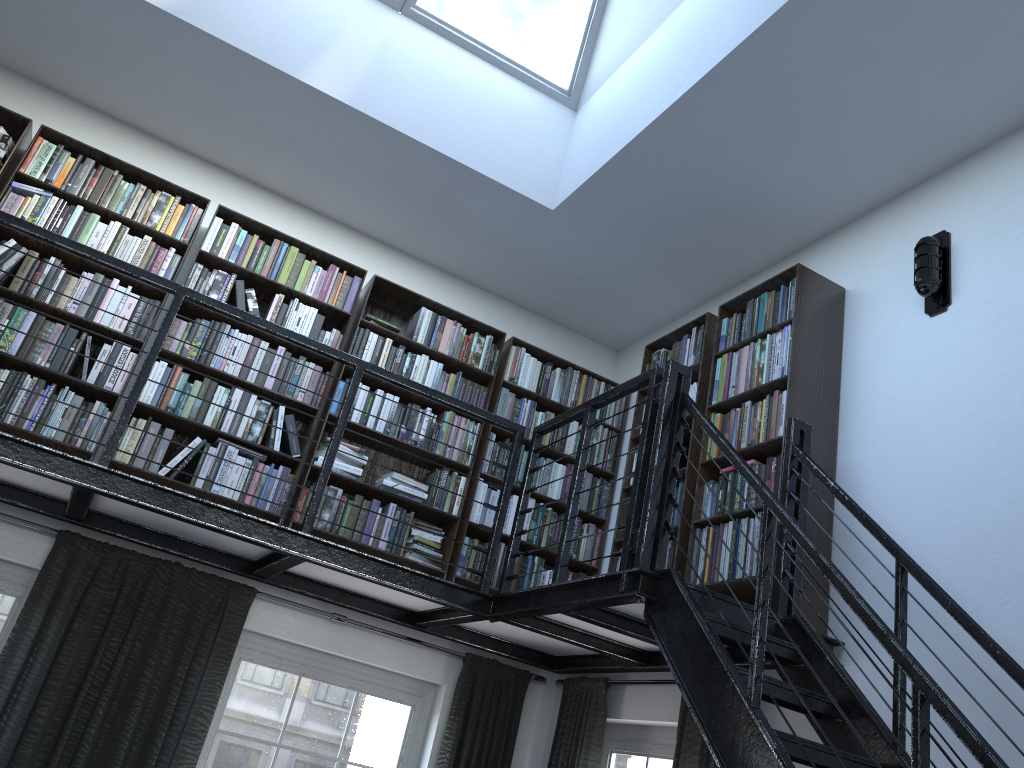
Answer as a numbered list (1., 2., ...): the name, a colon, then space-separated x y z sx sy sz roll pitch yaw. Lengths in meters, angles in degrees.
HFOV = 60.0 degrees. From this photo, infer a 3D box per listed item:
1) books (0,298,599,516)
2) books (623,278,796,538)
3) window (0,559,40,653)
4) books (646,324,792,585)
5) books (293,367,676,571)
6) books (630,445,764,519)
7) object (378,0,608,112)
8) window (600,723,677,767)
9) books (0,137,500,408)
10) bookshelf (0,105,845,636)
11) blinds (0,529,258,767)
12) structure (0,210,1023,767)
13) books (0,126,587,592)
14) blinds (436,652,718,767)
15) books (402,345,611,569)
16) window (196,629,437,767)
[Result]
1. books: -1.094 0.169 4.641 3.374 1.139 0.238 23 -28 -20
2. books: -0.548 -0.599 3.102 4.354 1.430 2.183 24 -27 -20
3. window: -2.804 1.389 3.588 1.161 1.629 0.131 23 -28 -20
4. books: -0.782 -0.441 3.555 4.361 1.426 1.158 23 -27 -20
5. books: -1.166 -0.254 4.166 4.415 1.451 1.272 23 -27 -18
6. books: -0.725 -0.400 3.290 4.312 1.157 1.583 24 -27 -20
7. object: -0.265 -2.394 4.342 2.210 0.643 1.173 23 -27 -20
8. window: 0.585 2.338 3.842 0.132 1.629 1.155 24 -28 -20
9. books: -1.325 -0.359 4.707 2.623 0.840 0.211 23 -28 -20
10. bookshelf: -0.756 -0.425 3.407 4.453 1.641 3.058 23 -27 -20
11. blinds: -2.567 1.585 3.392 2.495 2.422 0.124 23 -28 -19
12. structure: -0.762 0.833 2.028 4.466 3.405 4.569 24 -27 -20
13. books: -1.379 -0.098 4.565 4.419 1.418 0.239 23 -28 -19
14. blinds: 0.264 2.461 3.784 1.741 2.416 0.522 -13 -37 43
15. books: -1.378 -0.106 4.573 4.413 1.433 0.225 23 -28 -20
16. window: -1.076 2.130 4.257 1.161 1.629 0.131 23 -28 -20
